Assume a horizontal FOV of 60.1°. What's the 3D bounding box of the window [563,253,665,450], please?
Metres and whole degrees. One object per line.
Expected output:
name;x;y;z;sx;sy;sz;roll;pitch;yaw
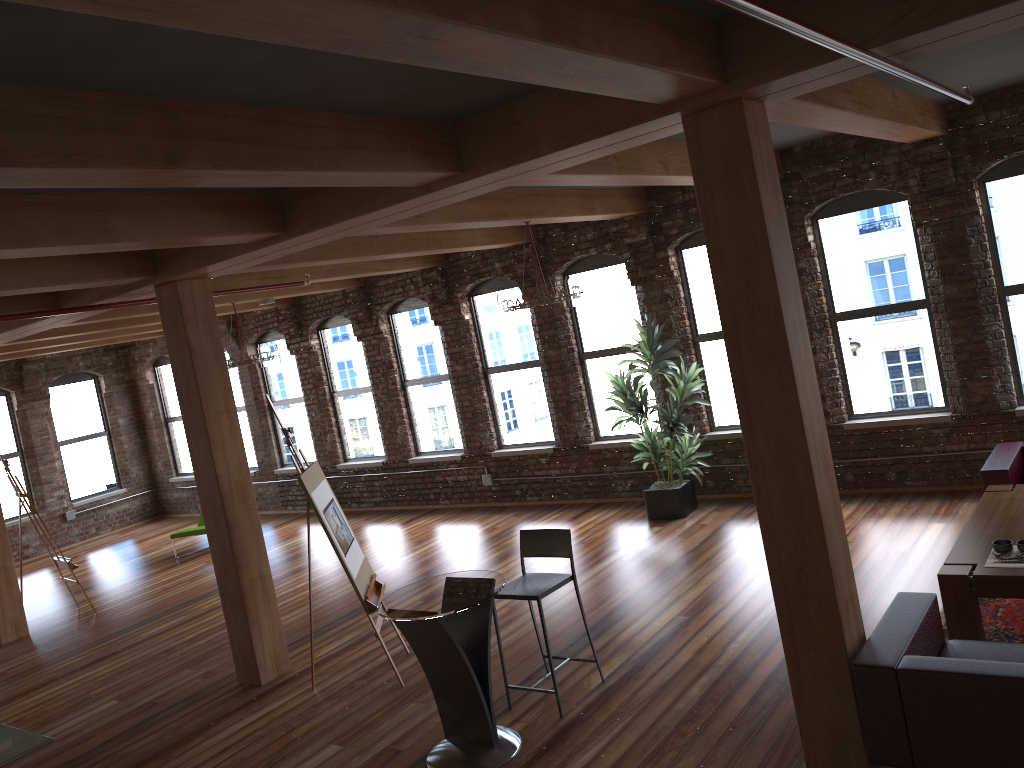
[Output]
window;1.127;-0.393;10.086;0.965;2.212;0.236;-10;3;37

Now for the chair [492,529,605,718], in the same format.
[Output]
chair;0.177;1.437;5.434;0.428;0.980;0.469;-10;3;37

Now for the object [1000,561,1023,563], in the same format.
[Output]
object;2.702;0.928;4.624;0.269;0.008;0.007;-8;4;33

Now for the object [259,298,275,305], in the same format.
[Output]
object;-3.011;-1.017;10.871;0.147;0.072;0.146;-8;5;37

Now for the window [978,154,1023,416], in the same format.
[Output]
window;4.586;-0.875;7.436;0.965;2.212;0.236;-10;3;37

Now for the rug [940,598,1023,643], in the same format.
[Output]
rug;3.215;1.350;5.123;1.339;0.009;2.477;-8;6;37

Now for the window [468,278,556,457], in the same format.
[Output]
window;-0.028;-0.231;10.969;0.965;2.212;0.233;-10;3;37

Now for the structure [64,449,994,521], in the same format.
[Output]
structure;-1.164;1.250;11.900;13.659;0.313;1.643;-9;5;30

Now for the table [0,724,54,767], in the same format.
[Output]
table;-3.484;2.412;5.085;1.864;0.559;0.945;-8;5;37

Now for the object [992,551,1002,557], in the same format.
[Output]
object;2.624;0.923;4.788;0.018;0.021;0.059;-12;4;-11

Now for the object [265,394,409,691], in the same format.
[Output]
object;-1.301;1.071;6.335;0.685;2.137;0.702;-11;2;-3

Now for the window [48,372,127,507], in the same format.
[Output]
window;-7.335;0.900;15.186;0.218;2.215;0.974;-10;3;37

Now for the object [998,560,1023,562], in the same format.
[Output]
object;2.684;0.929;4.661;0.269;0.008;0.007;-9;4;26

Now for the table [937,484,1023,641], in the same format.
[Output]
table;3.183;1.076;5.155;0.897;0.549;1.760;-8;5;37

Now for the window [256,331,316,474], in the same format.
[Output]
window;-3.486;0.251;13.619;0.965;2.212;0.234;-10;3;37

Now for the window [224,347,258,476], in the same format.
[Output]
window;-4.641;0.412;14.502;0.965;2.212;0.233;-10;3;37

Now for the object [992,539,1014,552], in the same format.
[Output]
object;2.698;0.891;4.868;0.099;0.043;0.098;-13;5;-27

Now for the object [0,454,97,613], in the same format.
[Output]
object;-5.283;1.593;9.811;0.688;2.137;0.659;-13;3;-43

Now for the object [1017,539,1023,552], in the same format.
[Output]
object;2.793;0.877;4.799;0.099;0.043;0.099;-12;4;-15

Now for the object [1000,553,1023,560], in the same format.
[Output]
object;2.683;0.912;4.718;0.153;0.030;0.045;-10;4;22

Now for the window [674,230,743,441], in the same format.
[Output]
window;2.281;-0.554;9.202;0.965;2.212;0.236;-10;3;37

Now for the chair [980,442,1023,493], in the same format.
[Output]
chair;4.084;0.774;6.380;1.067;0.592;0.870;-8;5;37

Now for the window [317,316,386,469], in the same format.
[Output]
window;-2.336;0.091;12.736;0.965;2.212;0.231;-10;3;37

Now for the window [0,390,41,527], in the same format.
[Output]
window;-8.206;1.168;14.000;0.218;2.215;0.974;-10;3;37

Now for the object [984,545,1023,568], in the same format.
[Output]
object;2.785;0.911;4.687;0.467;0.001;0.354;-8;6;37

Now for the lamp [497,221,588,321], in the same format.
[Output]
lamp;0.214;-1.035;7.836;0.811;0.813;0.809;-12;3;-10

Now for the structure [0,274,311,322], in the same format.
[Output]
structure;-3.946;-0.401;5.876;0.051;0.111;6.848;-10;5;37

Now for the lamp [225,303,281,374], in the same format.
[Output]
lamp;-3.205;-0.558;10.455;0.811;0.813;0.809;-12;3;-17

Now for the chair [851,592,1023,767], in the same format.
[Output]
chair;2.181;1.357;3.830;1.067;0.592;0.870;-8;5;37

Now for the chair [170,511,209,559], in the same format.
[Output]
chair;-4.203;1.863;12.320;0.679;0.795;0.960;-11;3;12

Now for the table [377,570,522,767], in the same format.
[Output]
table;-0.300;1.609;4.925;0.724;0.923;0.720;-13;3;-28

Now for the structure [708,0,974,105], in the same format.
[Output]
structure;0.632;-1.040;2.369;0.051;0.111;6.848;-10;5;37

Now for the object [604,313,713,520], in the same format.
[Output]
object;1.483;0.308;9.190;0.971;2.100;1.076;-13;3;-40

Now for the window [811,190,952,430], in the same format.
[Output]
window;3.433;-0.715;8.319;0.965;2.212;0.236;-10;3;37

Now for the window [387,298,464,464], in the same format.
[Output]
window;-1.181;-0.071;11.854;0.965;2.212;0.237;-10;3;37

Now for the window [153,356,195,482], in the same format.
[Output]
window;-5.816;0.576;15.402;0.965;2.212;0.233;-10;3;37

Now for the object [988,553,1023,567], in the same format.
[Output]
object;2.784;0.911;4.686;0.469;0.003;0.334;-8;6;37
